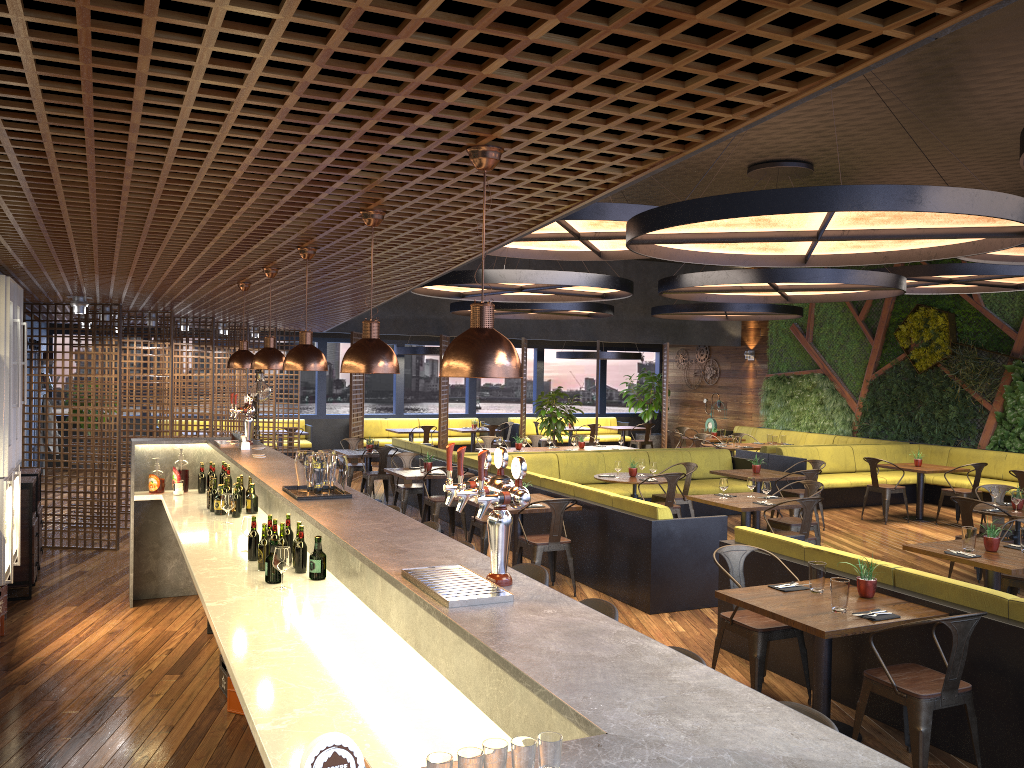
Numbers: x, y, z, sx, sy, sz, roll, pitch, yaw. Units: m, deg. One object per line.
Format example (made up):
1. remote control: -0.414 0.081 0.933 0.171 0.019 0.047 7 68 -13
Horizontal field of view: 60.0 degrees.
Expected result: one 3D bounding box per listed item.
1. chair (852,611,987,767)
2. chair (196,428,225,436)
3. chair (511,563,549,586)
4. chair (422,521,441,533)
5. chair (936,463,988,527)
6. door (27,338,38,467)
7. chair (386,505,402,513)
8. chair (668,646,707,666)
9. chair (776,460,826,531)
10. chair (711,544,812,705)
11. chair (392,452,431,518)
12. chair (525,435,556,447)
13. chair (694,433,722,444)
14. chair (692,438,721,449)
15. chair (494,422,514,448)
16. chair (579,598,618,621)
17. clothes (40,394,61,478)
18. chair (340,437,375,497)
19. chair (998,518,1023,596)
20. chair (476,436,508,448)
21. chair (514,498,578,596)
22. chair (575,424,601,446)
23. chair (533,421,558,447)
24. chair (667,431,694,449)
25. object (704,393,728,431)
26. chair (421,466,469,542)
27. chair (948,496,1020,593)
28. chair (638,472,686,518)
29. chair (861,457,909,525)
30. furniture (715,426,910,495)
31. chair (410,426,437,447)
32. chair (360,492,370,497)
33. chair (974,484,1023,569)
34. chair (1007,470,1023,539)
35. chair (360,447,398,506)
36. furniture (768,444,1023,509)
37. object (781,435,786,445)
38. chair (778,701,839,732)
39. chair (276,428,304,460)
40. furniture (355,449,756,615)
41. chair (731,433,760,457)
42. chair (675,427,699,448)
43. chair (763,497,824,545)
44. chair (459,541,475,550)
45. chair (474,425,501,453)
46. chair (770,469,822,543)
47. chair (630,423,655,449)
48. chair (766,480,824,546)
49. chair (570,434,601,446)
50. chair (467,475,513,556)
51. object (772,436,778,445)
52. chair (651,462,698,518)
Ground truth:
1. chair: 2.098 1.562 4.533 0.504 0.917 0.541 1 1 -25
2. chair: -5.536 1.243 16.248 0.504 0.917 0.541 1 1 -25
3. chair: -0.043 1.460 4.469 0.438 1.048 0.483 1 1 -5
4. chair: -0.688 1.429 5.717 0.438 1.048 0.483 1 1 4
5. chair: 6.246 1.518 12.256 0.504 0.917 0.541 1 1 -25
6. door: -7.326 0.511 13.567 0.052 2.386 2.441 1 1 -25
7. chair: -1.032 1.412 6.367 0.483 1.048 0.438 1 1 25
8. chair: 0.443 1.489 3.140 0.483 1.048 0.438 2 1 36
9. chair: 3.895 1.481 11.880 0.541 0.917 0.504 1 1 -25
10. chair: 1.568 1.535 5.680 0.504 0.917 0.541 1 1 -25
11. chair: -1.327 1.389 11.752 0.504 0.917 0.541 1 1 -25
12. chair: 0.491 1.365 15.402 0.504 0.917 0.541 1 1 -25
13. chair: 3.692 1.404 16.620 0.504 0.917 0.541 1 1 -25
14. chair: 3.455 1.415 15.676 0.541 0.917 0.504 1 1 -25
15. chair: -0.244 1.289 19.457 0.541 0.917 0.504 1 1 -25
16. chair: 0.225 1.475 3.793 0.438 1.048 0.483 1 1 4
17. clothes: -8.175 0.915 15.750 0.401 1.494 0.423 1 1 -29
18. chair: -2.476 1.330 14.181 0.504 0.917 0.541 1 1 -25
19. chair: 4.150 1.560 7.073 0.504 0.917 0.541 2 1 42
20. chair: -0.332 1.356 15.021 0.504 0.917 0.541 1 1 -25
21. chair: 0.316 1.474 8.167 0.504 0.917 0.541 1 1 -25
22. chair: 1.674 1.322 19.589 0.504 0.917 0.541 1 1 -25
23. chair: 0.743 1.299 19.981 0.541 0.917 0.504 1 1 -25
24. chair: 3.349 1.383 17.591 0.541 0.917 0.504 1 1 -25
25. object: 4.743 1.014 20.700 0.459 1.615 0.848 1 1 -25
26. chair: -0.804 1.416 10.621 0.504 0.917 0.541 1 1 -25
27. chair: 4.555 1.544 8.602 0.541 0.917 0.504 1 1 -25
28. chair: 1.743 1.465 10.387 0.504 0.917 0.541 1 1 -25
29. chair: 5.287 1.495 12.609 0.541 0.917 0.504 1 1 -25
30. furniture: 4.609 1.418 16.994 3.378 0.916 4.755 1 1 -25
31. chair: -1.804 1.284 17.977 0.504 0.917 0.541 1 1 -25
32. chair: -1.349 1.397 6.999 0.438 1.048 0.483 1 1 -11
33. chair: 5.166 1.544 9.336 0.504 0.917 0.541 1 1 14
34. chair: 6.586 1.540 11.196 0.541 0.917 0.504 1 1 -25
35. chair: -1.961 1.357 13.068 0.504 0.917 0.541 1 1 -25
36. furniture: 6.554 1.519 12.787 3.372 0.914 4.503 1 1 -25
37. object: 5.009 1.039 16.367 0.102 0.178 0.102 0 1 -39
38. chair: 0.705 1.502 2.604 0.483 1.048 0.438 2 1 36
39. chair: -4.238 1.257 16.849 0.504 0.917 0.541 1 1 -25
40. furniture: 1.484 1.441 11.918 4.895 0.914 7.462 1 1 -30
41. chair: 4.480 1.413 16.985 0.504 0.917 0.541 1 1 -25
42. chair: 3.696 1.374 18.574 0.504 0.917 0.541 1 1 -25
43. chair: 2.696 1.511 8.556 0.504 0.917 0.541 1 1 -25
44. chair: -0.450 1.443 5.073 0.483 1.048 0.438 2 1 36
45. chair: -0.507 1.298 18.578 0.504 0.917 0.541 1 1 -25
46. chair: 3.535 1.488 10.999 0.504 0.917 0.541 1 1 -25
47. chair: 2.971 1.336 20.190 0.504 0.917 0.541 1 1 -25
48. chair: 3.027 1.503 9.479 0.541 0.917 0.504 1 1 -25
49. chair: 1.308 1.374 15.781 0.504 0.917 0.541 1 1 -25
50. chair: -0.207 1.447 9.296 0.504 0.917 0.541 1 1 -25
51. object: 4.793 1.038 16.173 0.102 0.178 0.102 1 1 11
52. chair: 2.054 1.458 11.214 0.541 0.917 0.504 1 1 -25
